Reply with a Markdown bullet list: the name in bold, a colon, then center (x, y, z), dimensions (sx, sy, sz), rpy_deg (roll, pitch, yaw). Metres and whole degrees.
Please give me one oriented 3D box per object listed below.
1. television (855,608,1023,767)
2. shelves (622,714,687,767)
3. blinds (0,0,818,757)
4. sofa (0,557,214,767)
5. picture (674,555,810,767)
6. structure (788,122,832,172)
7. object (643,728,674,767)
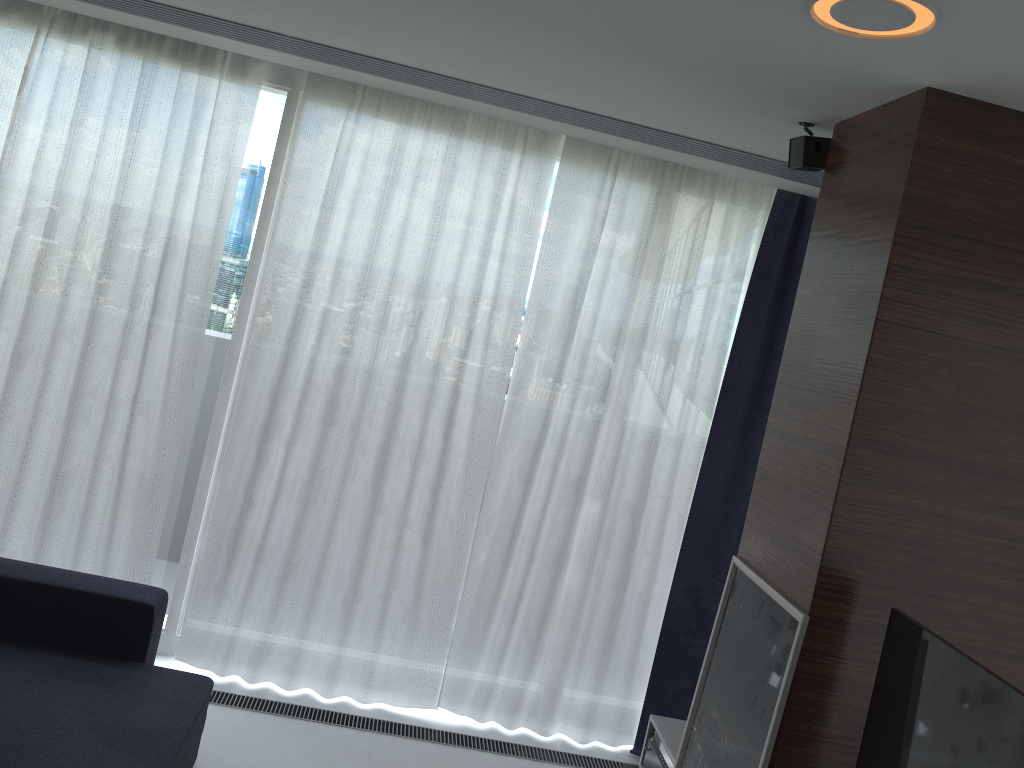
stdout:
- **television**: center (0.906, 0.987, 1.496), dimensions (0.297, 0.785, 1.236), rpy_deg (13, 3, -7)
- **shelves**: center (0.916, 1.609, 1.971), dimensions (0.871, 0.498, 2.361), rpy_deg (12, 4, -7)
- **blinds**: center (-0.960, 0.099, 1.045), dimensions (7.128, 2.770, 5.821), rpy_deg (13, 4, -3)
- **sofa**: center (-1.823, 0.950, 1.757), dimensions (1.895, 0.607, 2.887), rpy_deg (12, 4, -7)
- **picture**: center (0.606, 0.883, 2.422), dimensions (0.053, 0.700, 0.502), rpy_deg (13, 1, -7)
- **structure**: center (0.934, -0.736, 2.767), dimensions (0.114, 0.142, 0.085), rpy_deg (12, 1, -16)
- **object**: center (0.656, 1.314, 2.911), dimensions (0.368, 0.150, 0.371), rpy_deg (12, 4, -6)
